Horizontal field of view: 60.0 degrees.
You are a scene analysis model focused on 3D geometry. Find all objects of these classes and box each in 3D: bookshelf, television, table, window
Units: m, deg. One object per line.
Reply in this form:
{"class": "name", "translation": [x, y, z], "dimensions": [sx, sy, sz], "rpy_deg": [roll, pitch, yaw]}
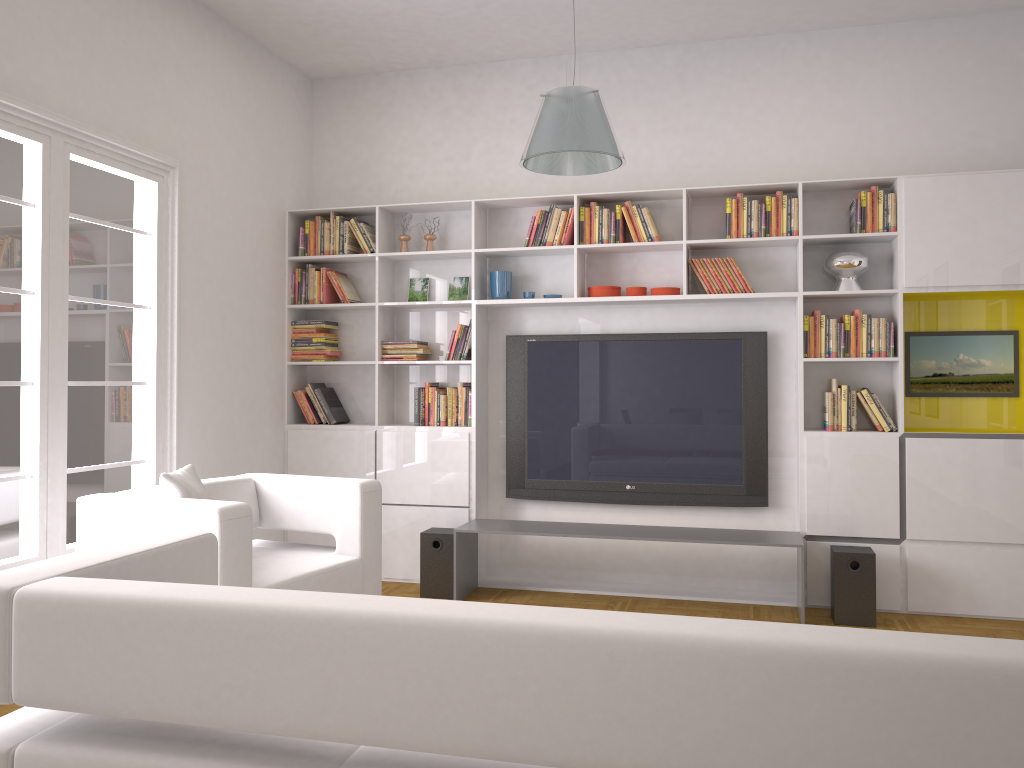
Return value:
{"class": "bookshelf", "translation": [1.096, 0.054, 5.507], "dimensions": [5.364, 2.481, 0.389], "rpy_deg": [0, -1, 15]}
{"class": "television", "translation": [0.769, 0.222, 5.658], "dimensions": [1.660, 1.088, 0.082], "rpy_deg": [0, -1, 15]}
{"class": "table", "translation": [0.664, 1.077, 5.194], "dimensions": [1.973, 0.435, 0.437], "rpy_deg": [0, -1, 15]}
{"class": "window", "translation": [-2.341, 0.033, 3.272], "dimensions": [0.195, 2.529, 3.349], "rpy_deg": [0, 0, 15]}

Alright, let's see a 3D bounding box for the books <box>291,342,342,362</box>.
{"class": "books", "translation": [-1.353, -0.208, 6.147], "dimensions": [0.284, 0.153, 0.207], "rpy_deg": [0, 0, 15]}

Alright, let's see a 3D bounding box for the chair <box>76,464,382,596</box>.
{"class": "chair", "translation": [-1.199, 0.817, 3.943], "dimensions": [0.801, 0.912, 1.096], "rpy_deg": [0, 0, 25]}

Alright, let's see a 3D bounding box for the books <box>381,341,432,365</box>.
{"class": "books", "translation": [-0.707, -0.208, 5.974], "dimensions": [0.284, 0.153, 0.207], "rpy_deg": [0, 0, 15]}

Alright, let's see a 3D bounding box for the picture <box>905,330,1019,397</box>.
{"class": "picture", "translation": [2.636, -0.117, 5.204], "dimensions": [0.609, 0.388, 0.007], "rpy_deg": [0, -1, 15]}

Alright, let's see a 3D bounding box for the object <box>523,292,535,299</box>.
{"class": "object", "translation": [0.111, -0.566, 5.742], "dimensions": [0.078, 0.056, 0.078], "rpy_deg": [0, 0, 40]}

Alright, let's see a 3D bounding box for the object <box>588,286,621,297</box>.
{"class": "object", "translation": [0.587, -0.575, 5.627], "dimensions": [0.210, 0.073, 0.211], "rpy_deg": [0, 0, -10]}

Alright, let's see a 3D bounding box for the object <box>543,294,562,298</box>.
{"class": "object", "translation": [0.262, -0.554, 5.701], "dimensions": [0.124, 0.032, 0.123], "rpy_deg": [0, 0, 1]}

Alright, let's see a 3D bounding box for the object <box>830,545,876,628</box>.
{"class": "object", "translation": [1.859, 1.099, 4.837], "dimensions": [0.211, 0.391, 0.217], "rpy_deg": [0, -1, 15]}

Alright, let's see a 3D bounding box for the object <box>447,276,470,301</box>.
{"class": "object", "translation": [-0.361, -0.634, 5.994], "dimensions": [0.144, 0.190, 0.051], "rpy_deg": [0, -1, 15]}

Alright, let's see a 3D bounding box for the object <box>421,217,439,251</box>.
{"class": "object", "translation": [-0.579, -0.996, 5.990], "dimensions": [0.179, 0.260, 0.119], "rpy_deg": [-1, -1, 35]}

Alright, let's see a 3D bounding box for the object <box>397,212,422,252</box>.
{"class": "object", "translation": [-0.699, -1.006, 6.005], "dimensions": [0.120, 0.279, 0.179], "rpy_deg": [0, -1, 21]}

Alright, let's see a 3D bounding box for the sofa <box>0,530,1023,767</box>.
{"class": "sofa", "translation": [0.092, 0.864, 2.038], "dimensions": [2.622, 0.849, 0.822], "rpy_deg": [0, -1, 15]}

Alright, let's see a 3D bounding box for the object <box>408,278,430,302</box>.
{"class": "object", "translation": [-0.640, -0.634, 6.069], "dimensions": [0.144, 0.190, 0.051], "rpy_deg": [0, -1, 15]}

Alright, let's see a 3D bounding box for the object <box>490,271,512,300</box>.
{"class": "object", "translation": [-0.072, -0.634, 5.792], "dimensions": [0.147, 0.192, 0.147], "rpy_deg": [0, -1, 4]}

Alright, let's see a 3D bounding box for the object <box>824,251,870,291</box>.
{"class": "object", "translation": [1.982, -0.653, 5.251], "dimensions": [0.256, 0.239, 0.257], "rpy_deg": [0, -1, 23]}

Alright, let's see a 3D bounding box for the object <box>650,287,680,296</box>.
{"class": "object", "translation": [0.953, -0.565, 5.509], "dimensions": [0.182, 0.054, 0.183], "rpy_deg": [0, 0, 11]}

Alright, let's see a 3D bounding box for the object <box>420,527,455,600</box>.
{"class": "object", "translation": [-0.430, 1.099, 5.450], "dimensions": [0.211, 0.391, 0.217], "rpy_deg": [0, -1, 15]}

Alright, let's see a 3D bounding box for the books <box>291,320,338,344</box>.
{"class": "books", "translation": [-1.369, -0.357, 6.154], "dimensions": [0.252, 0.153, 0.207], "rpy_deg": [0, 0, 15]}

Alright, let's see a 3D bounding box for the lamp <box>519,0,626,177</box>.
{"class": "lamp", "translation": [0.263, -1.582, 3.875], "dimensions": [0.464, 1.250, 0.464], "rpy_deg": [0, -1, 14]}

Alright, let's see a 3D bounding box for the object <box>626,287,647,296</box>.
{"class": "object", "translation": [0.783, -0.568, 5.574], "dimensions": [0.128, 0.073, 0.129], "rpy_deg": [0, 0, 11]}

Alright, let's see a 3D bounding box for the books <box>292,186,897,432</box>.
{"class": "books", "translation": [0.370, -0.447, 5.675], "dimensions": [3.862, 1.456, 0.235], "rpy_deg": [0, -1, 15]}
